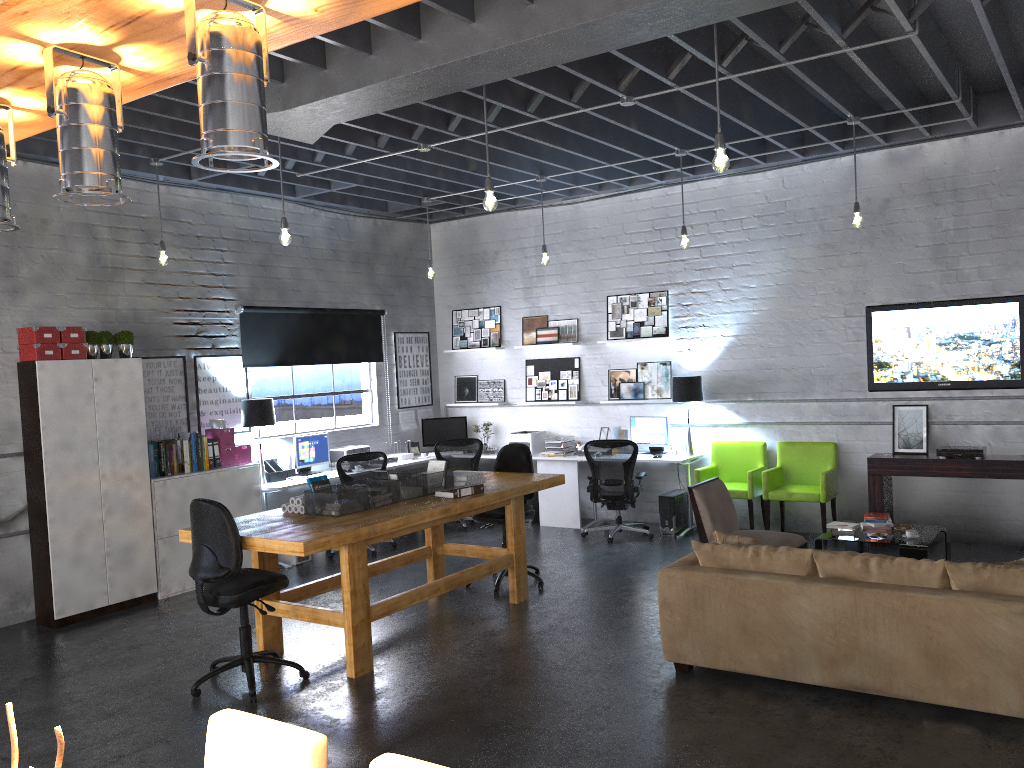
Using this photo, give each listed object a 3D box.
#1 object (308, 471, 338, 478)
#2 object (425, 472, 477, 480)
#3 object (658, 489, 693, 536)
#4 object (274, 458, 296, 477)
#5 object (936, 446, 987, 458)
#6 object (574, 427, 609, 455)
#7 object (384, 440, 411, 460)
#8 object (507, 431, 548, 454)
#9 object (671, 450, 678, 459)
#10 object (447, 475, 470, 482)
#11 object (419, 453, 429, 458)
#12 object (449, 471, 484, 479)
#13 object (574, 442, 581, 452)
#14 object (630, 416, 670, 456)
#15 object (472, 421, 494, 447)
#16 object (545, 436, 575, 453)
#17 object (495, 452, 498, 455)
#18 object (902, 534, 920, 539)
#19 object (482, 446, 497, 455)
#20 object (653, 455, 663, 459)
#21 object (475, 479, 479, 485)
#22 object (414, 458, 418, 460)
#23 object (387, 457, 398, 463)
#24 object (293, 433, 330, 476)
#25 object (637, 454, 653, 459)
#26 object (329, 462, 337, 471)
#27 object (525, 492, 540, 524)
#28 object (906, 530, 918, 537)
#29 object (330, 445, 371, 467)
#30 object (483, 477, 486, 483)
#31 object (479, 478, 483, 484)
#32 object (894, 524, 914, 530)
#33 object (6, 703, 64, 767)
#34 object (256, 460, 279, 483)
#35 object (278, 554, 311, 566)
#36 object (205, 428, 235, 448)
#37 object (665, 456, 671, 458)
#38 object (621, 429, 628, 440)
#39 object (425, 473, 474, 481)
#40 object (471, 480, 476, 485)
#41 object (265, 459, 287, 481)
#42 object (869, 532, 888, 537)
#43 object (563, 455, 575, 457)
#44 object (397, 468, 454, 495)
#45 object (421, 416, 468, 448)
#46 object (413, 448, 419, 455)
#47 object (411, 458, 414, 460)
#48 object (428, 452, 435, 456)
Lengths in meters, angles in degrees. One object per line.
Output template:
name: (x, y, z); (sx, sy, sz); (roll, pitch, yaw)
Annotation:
object: (-1.917, 0.929, 9.112); (0.181, 0.028, 0.421); (-2, 2, 24)
object: (-0.493, 0.715, 6.888); (0.520, 0.047, 0.046); (-2, 2, 34)
object: (1.710, 1.339, 9.259); (0.180, 0.411, 0.475); (-1, 2, 34)
object: (-2.319, 0.862, 9.037); (0.209, 0.208, 0.104); (-2, 3, 34)
object: (3.990, 0.605, 7.868); (0.371, 0.082, 0.266); (-2, 2, 34)
object: (0.941, 0.639, 9.947); (0.405, 0.280, 0.399); (-2, 2, 34)
object: (-1.344, 0.778, 10.421); (0.324, 0.208, 0.232); (-2, 2, 34)
object: (0.184, 0.685, 10.474); (0.351, 0.235, 0.350); (-2, 2, 34)
object: (1.661, 0.724, 9.080); (0.069, 0.083, 0.090); (-2, 2, 33)
object: (-0.550, 0.721, 6.804); (0.520, 0.047, 0.046); (-2, 2, 32)
object: (-1.040, 0.840, 10.423); (0.130, 0.049, 0.130); (-4, 2, -39)
object: (-0.441, 0.711, 6.965); (0.520, 0.047, 0.046); (-2, 2, 34)
object: (0.759, 0.721, 10.133); (0.093, 0.116, 0.067); (-1, 3, 34)
object: (1.512, 0.552, 9.547); (0.465, 0.417, 0.211); (-1, 3, 39)
object: (-0.359, 0.638, 10.877); (0.297, 0.363, 0.271); (-3, 2, -11)
object: (0.554, 0.701, 10.220); (0.229, 0.181, 0.316); (-2, 2, 34)
object: (-0.136, 0.811, 10.374); (0.103, 0.021, 0.131); (-2, 2, 14)
object: (3.185, 1.219, 7.075); (0.131, 0.016, 0.131); (-2, 2, 41)
object: (-0.327, 0.786, 10.549); (0.279, 0.081, 0.411); (-3, 2, 4)
object: (1.512, 0.751, 9.211); (0.114, 0.036, 0.058); (-4, 2, -41)
object: (-0.479, 0.755, 6.909); (0.520, 0.047, 0.047); (-2, 2, 34)
object: (-1.109, 0.864, 10.237); (0.058, 0.020, 0.071); (-3, 2, -2)
object: (-1.535, 0.865, 10.146); (0.392, 0.064, 0.259); (-2, 2, 34)
object: (-2.130, 0.741, 9.286); (0.212, 0.417, 0.464); (-1, 2, 34)
object: (1.269, 0.763, 9.381); (0.422, 0.028, 0.180); (-2, 2, 29)
object: (-1.905, 0.887, 9.501); (0.090, 0.091, 0.082); (-4, 2, -31)
object: (0.275, 1.383, 10.326); (0.180, 0.411, 0.475); (-1, 2, 34)
object: (3.186, 1.196, 7.074); (0.081, 0.052, 0.077); (-3, 2, -8)
object: (-1.694, 0.801, 9.734); (0.485, 0.230, 0.420); (-2, 2, 34)
object: (-0.427, 0.750, 6.986); (0.520, 0.047, 0.047); (-2, 2, 34)
object: (-0.453, 0.752, 6.947); (0.520, 0.047, 0.047); (-2, 2, 34)
object: (3.282, 1.194, 7.428); (0.151, 0.040, 0.151); (-4, 2, -38)
object: (-0.732, 0.797, 1.407); (0.180, 0.583, 0.156); (-1, 3, 34)
object: (-2.441, 0.872, 8.853); (0.209, 0.208, 0.104); (-2, 3, 34)
object: (-2.231, 1.550, 8.754); (0.478, 0.411, 0.200); (-2, 3, 34)
object: (-2.727, 0.504, 8.283); (0.214, 0.177, 0.161); (-2, 2, 34)
object: (1.626, 0.758, 9.234); (0.046, 0.009, 0.121); (-2, 2, 19)
object: (1.190, 0.641, 9.772); (0.087, 0.259, 0.236); (-1, 3, 34)
object: (-0.519, 0.718, 6.850); (0.520, 0.047, 0.046); (-2, 2, 34)
object: (-0.505, 0.757, 6.870); (0.520, 0.047, 0.047); (-2, 2, 34)
object: (-2.382, 0.867, 8.940); (0.209, 0.208, 0.104); (-2, 3, 34)
object: (2.979, 1.219, 7.208); (0.137, 0.031, 0.137); (-4, 2, -30)
object: (0.630, 0.795, 9.793); (0.141, 0.007, 0.008); (-3, 2, -22)
object: (-0.645, 0.725, 6.627); (0.316, 0.156, 0.306); (-2, 2, 34)
object: (-0.835, 0.627, 10.984); (0.559, 0.427, 0.147); (-4, 2, -19)
object: (-1.195, 0.795, 10.726); (0.088, 0.141, 0.155); (-5, 3, -41)
object: (-1.144, 0.868, 10.267); (0.057, 0.013, 0.013); (-2, 2, 26)
object: (-0.795, 0.833, 10.659); (0.422, 0.028, 0.181); (-3, 2, -6)
